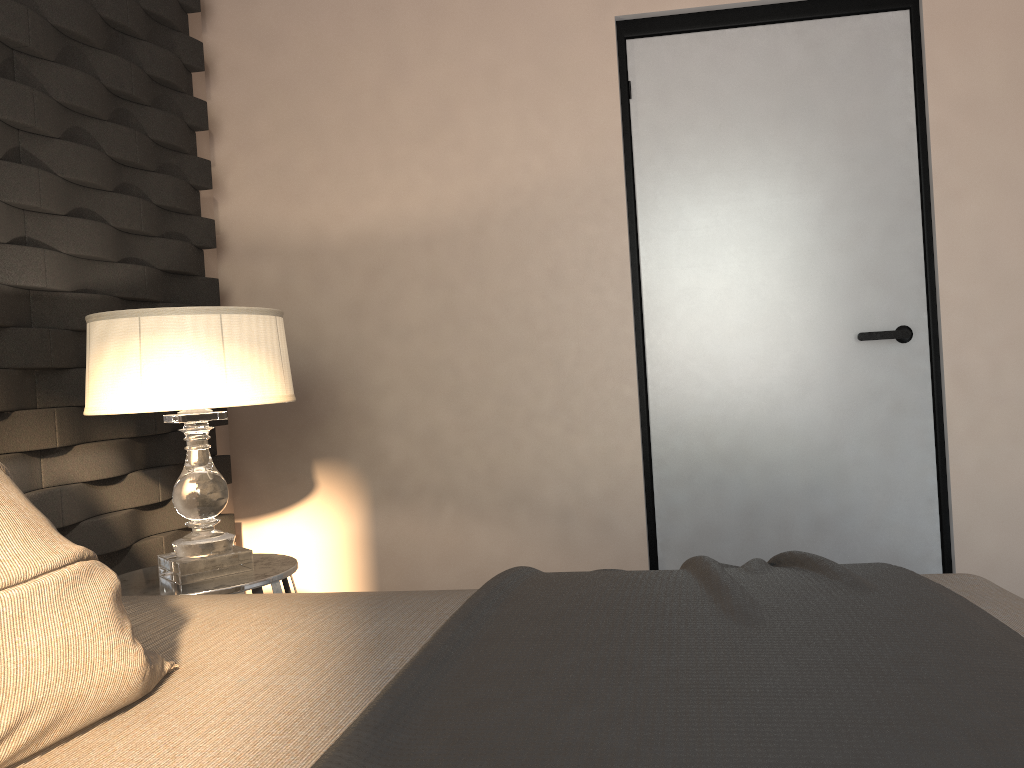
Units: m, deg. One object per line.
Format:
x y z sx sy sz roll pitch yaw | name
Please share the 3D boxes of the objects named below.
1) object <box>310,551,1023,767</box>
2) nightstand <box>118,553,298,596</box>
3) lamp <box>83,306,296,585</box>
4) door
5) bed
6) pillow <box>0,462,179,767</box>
0.153 0.407 0.534 0.609 0.322 2.082 -3 1 11 | object
-0.748 0.697 2.137 0.655 0.472 0.587 -4 1 -42 | nightstand
-0.765 0.146 2.139 0.488 0.631 0.443 -4 1 -29 | lamp
0.916 -0.225 2.984 0.986 2.093 0.156 -3 1 7 | door
-0.282 0.611 0.584 2.261 0.624 2.325 -3 1 10 | bed
-0.709 0.079 0.581 0.884 0.518 1.280 -3 1 12 | pillow
